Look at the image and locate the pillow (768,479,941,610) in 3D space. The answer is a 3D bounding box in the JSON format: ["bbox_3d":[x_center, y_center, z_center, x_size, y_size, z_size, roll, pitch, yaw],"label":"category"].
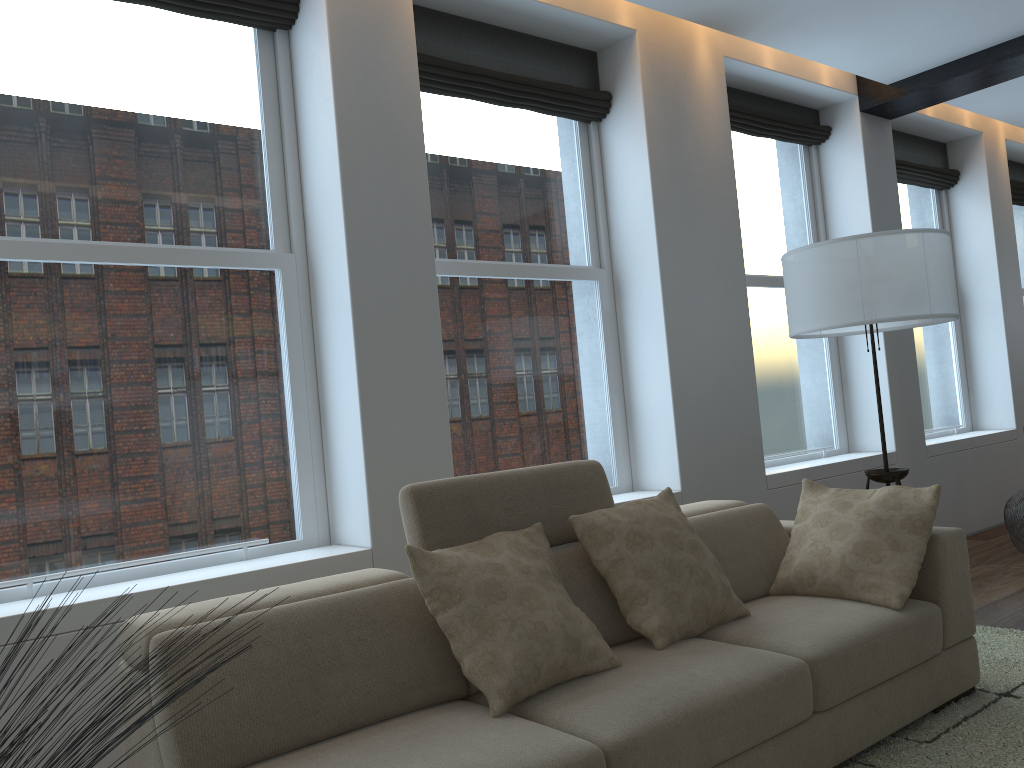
[{"bbox_3d":[1.219,0.544,3.147,0.395,0.393,0.518,-3,-3,-42],"label":"pillow"}]

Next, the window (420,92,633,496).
[{"bbox_3d":[-0.001,-0.525,4.271,1.345,2.400,0.123,-3,-3,-39],"label":"window"}]

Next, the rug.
[{"bbox_3d":[1.112,1.072,1.668,4.231,0.020,2.972,-3,-3,-39],"label":"rug"}]

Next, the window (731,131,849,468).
[{"bbox_3d":[1.609,-0.621,5.566,1.391,2.400,0.123,-3,-3,-39],"label":"window"}]

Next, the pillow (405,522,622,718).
[{"bbox_3d":[0.000,0.617,2.455,0.519,0.416,0.368,-3,-3,-43],"label":"pillow"}]

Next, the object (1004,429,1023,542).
[{"bbox_3d":[3.375,0.638,5.657,0.458,0.781,0.458,-3,-3,-40],"label":"object"}]

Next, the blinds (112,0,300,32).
[{"bbox_3d":[-1.454,-1.516,3.141,1.442,0.275,0.156,-3,-3,-39],"label":"blinds"}]

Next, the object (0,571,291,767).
[{"bbox_3d":[-0.984,0.734,1.385,1.119,1.014,1.125,-7,-3,38],"label":"object"}]

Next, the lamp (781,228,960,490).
[{"bbox_3d":[1.632,0.249,3.897,0.698,1.728,0.698,-5,-2,-15],"label":"lamp"}]

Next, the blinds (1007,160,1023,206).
[{"bbox_3d":[4.396,-1.800,7.843,1.439,0.424,0.156,-3,-3,-39],"label":"blinds"}]

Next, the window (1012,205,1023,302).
[{"bbox_3d":[4.447,-0.791,7.851,1.442,2.400,0.123,-3,-3,-39],"label":"window"}]

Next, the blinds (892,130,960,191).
[{"bbox_3d":[2.975,-1.722,6.679,1.431,0.395,0.183,-3,-3,-39],"label":"blinds"}]

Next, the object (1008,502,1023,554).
[{"bbox_3d":[3.148,0.641,5.196,0.458,0.781,0.458,-3,-3,-40],"label":"object"}]

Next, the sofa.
[{"bbox_3d":[0.298,0.718,2.683,2.581,0.950,1.018,-3,-3,-39],"label":"sofa"}]

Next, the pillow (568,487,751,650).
[{"bbox_3d":[0.477,0.579,2.857,0.534,0.439,0.301,-3,-3,-42],"label":"pillow"}]

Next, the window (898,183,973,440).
[{"bbox_3d":[3.018,-0.706,6.701,1.432,2.400,0.123,-3,-3,-39],"label":"window"}]

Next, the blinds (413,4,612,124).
[{"bbox_3d":[-0.054,-1.540,4.261,1.342,0.393,0.156,-3,-3,-39],"label":"blinds"}]

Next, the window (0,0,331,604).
[{"bbox_3d":[-1.397,-0.441,3.147,1.444,2.400,0.123,-3,-3,-39],"label":"window"}]

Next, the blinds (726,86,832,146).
[{"bbox_3d":[1.550,-1.696,5.559,1.396,0.275,0.156,-3,-3,-39],"label":"blinds"}]
